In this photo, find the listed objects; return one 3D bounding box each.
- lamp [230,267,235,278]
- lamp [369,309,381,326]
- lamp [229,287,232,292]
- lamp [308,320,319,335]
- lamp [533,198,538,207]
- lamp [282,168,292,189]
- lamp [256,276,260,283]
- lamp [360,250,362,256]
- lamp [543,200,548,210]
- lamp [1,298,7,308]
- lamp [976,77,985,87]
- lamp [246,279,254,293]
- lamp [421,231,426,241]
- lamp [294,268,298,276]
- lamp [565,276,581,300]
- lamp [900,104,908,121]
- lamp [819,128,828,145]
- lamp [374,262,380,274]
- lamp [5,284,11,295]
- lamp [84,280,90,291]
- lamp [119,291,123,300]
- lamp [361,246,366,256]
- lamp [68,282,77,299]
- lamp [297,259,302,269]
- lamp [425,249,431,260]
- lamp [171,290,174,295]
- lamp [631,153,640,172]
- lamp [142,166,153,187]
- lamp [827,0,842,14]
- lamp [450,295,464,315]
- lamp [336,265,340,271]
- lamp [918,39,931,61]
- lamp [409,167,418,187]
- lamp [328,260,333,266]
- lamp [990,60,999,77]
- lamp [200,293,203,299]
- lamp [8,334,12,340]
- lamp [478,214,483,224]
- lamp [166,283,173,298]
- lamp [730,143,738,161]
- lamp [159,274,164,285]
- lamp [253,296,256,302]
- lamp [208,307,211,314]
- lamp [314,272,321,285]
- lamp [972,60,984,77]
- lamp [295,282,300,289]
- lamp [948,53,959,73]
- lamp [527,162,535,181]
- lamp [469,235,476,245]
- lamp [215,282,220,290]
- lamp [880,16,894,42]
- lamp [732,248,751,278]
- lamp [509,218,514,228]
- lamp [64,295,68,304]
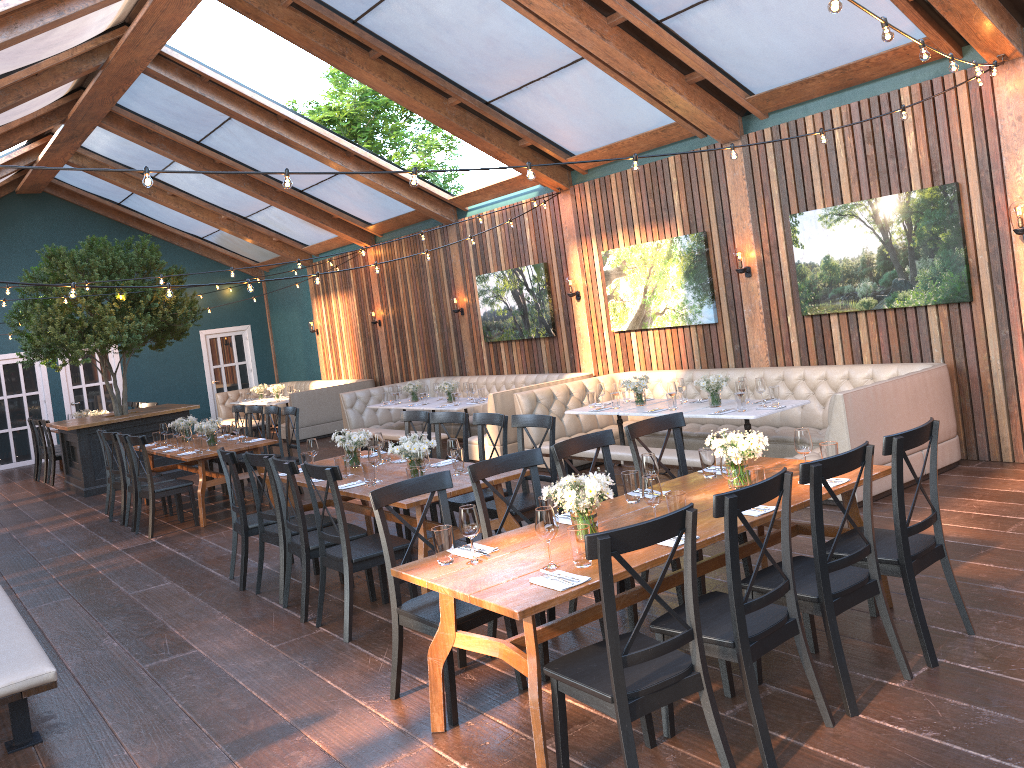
[{"bbox_3d":[-3.204,-1.278,10.135,0.056,0.121,0.056,-8,2,-21],"label":"lamp"},{"bbox_3d":[-2.452,-1.178,15.802,0.179,0.320,0.146,-9,2,-36],"label":"lamp"},{"bbox_3d":[-6.255,-2.107,19.681,0.056,0.121,0.056,-6,2,36],"label":"lamp"},{"bbox_3d":[-4.057,-1.155,18.027,0.179,0.320,0.146,-9,2,-36],"label":"lamp"},{"bbox_3d":[0.293,-2.309,11.262,0.056,0.121,0.056,-8,2,-14],"label":"lamp"},{"bbox_3d":[-1.318,-1.201,5.174,0.056,0.121,0.056,-8,2,-21],"label":"lamp"},{"bbox_3d":[-3.989,-1.644,13.923,0.057,0.117,0.068,-9,2,-39],"label":"lamp"},{"bbox_3d":[-2.659,-2.334,15.696,0.056,0.120,0.056,-8,2,-7],"label":"lamp"},{"bbox_3d":[0.411,-2.243,11.075,0.056,0.119,0.063,-6,2,37],"label":"lamp"},{"bbox_3d":[-6.271,-1.003,10.912,0.056,0.120,0.057,-6,2,42],"label":"lamp"},{"bbox_3d":[3.612,-2.351,6.838,0.065,0.118,0.056,-7,2,14],"label":"lamp"},{"bbox_3d":[-2.238,-0.841,7.563,0.057,0.120,0.056,-9,2,-30],"label":"lamp"},{"bbox_3d":[-1.095,-1.818,10.850,0.064,0.118,0.056,-9,2,-42],"label":"lamp"},{"bbox_3d":[-3.550,-1.841,14.529,0.056,0.121,0.056,-6,2,36],"label":"lamp"},{"bbox_3d":[0.769,-1.226,11.338,0.179,0.320,0.146,-9,2,-36],"label":"lamp"},{"bbox_3d":[2.940,-2.035,6.634,0.056,0.118,0.066,-8,2,-7],"label":"lamp"},{"bbox_3d":[2.250,-1.792,6.399,0.056,0.121,0.056,-8,2,-20],"label":"lamp"},{"bbox_3d":[-1.338,-1.154,8.769,0.056,0.121,0.056,-6,2,42],"label":"lamp"},{"bbox_3d":[-5.347,-0.999,9.378,0.056,0.121,0.056,-8,2,-27],"label":"lamp"},{"bbox_3d":[-4.631,-1.072,9.641,0.056,0.121,0.056,-7,2,5],"label":"lamp"},{"bbox_3d":[-5.364,-1.210,12.134,0.056,0.121,0.056,-8,2,-11],"label":"lamp"},{"bbox_3d":[-1.784,-1.592,10.616,0.056,0.121,0.056,-8,2,-15],"label":"lamp"},{"bbox_3d":[-3.150,-0.669,6.334,0.056,0.120,0.056,-7,2,14],"label":"lamp"},{"bbox_3d":[-2.503,-1.411,10.394,0.056,0.117,0.068,-7,2,18],"label":"lamp"},{"bbox_3d":[-0.889,-1.367,9.360,0.056,0.120,0.056,-8,2,-8],"label":"lamp"},{"bbox_3d":[-4.899,-1.334,12.729,0.056,0.119,0.060,-6,2,40],"label":"lamp"},{"bbox_3d":[0.825,-1.483,5.928,0.059,0.119,0.057,-6,2,34],"label":"lamp"},{"bbox_3d":[-2.027,-1.153,4.912,0.056,0.120,0.057,-7,2,30],"label":"lamp"},{"bbox_3d":[1.284,-1.538,3.529,0.056,0.120,0.056,-9,2,-30],"label":"lamp"},{"bbox_3d":[-0.848,-1.202,13.580,0.179,0.320,0.146,-9,2,-36],"label":"lamp"},{"bbox_3d":[-3.094,-2.053,15.693,0.074,0.115,0.056,-9,2,-30],"label":"lamp"},{"bbox_3d":[2.206,-1.788,4.737,0.056,0.120,0.057,-7,2,14],"label":"lamp"},{"bbox_3d":[-0.606,-1.269,5.425,0.057,0.119,0.056,-9,2,-42],"label":"lamp"},{"bbox_3d":[-3.093,-2.070,15.104,0.064,0.118,0.056,-9,2,-27],"label":"lamp"},{"bbox_3d":[3.554,-2.323,6.525,0.056,0.120,0.056,-7,2,15],"label":"lamp"},{"bbox_3d":[-6.708,-1.899,19.095,0.056,0.120,0.056,-8,2,-14],"label":"lamp"},{"bbox_3d":[-8.015,-0.761,14.124,0.056,0.119,0.060,-8,2,1],"label":"lamp"},{"bbox_3d":[-0.393,-2.063,11.054,0.056,0.120,0.056,-7,2,7],"label":"lamp"},{"bbox_3d":[-2.696,-0.735,6.953,0.056,0.121,0.056,-9,2,-37],"label":"lamp"},{"bbox_3d":[1.542,-1.617,6.161,0.056,0.121,0.056,-8,2,-2],"label":"lamp"},{"bbox_3d":[-3.919,-1.166,9.884,0.056,0.121,0.056,-7,2,29],"label":"lamp"},{"bbox_3d":[-4.449,-1.468,15.289,0.056,0.121,0.056,-7,2,32],"label":"lamp"},{"bbox_3d":[-5.162,-1.259,15.084,0.056,0.121,0.056,-7,2,31],"label":"lamp"},{"bbox_3d":[-1.801,-0.978,8.176,0.056,0.120,0.056,-8,2,-17],"label":"lamp"},{"bbox_3d":[3.118,-2.114,5.920,0.061,0.119,0.056,-8,2,-20],"label":"lamp"},{"bbox_3d":[-3.754,-1.728,15.494,0.065,0.118,0.057,-6,2,30],"label":"lamp"},{"bbox_3d":[2.660,-1.938,5.338,0.059,0.119,0.056,-7,2,8],"label":"lamp"},{"bbox_3d":[0.118,-1.366,5.676,0.056,0.121,0.056,-7,2,23],"label":"lamp"},{"bbox_3d":[-0.446,-1.620,9.943,0.071,0.116,0.056,-8,2,-14],"label":"lamp"},{"bbox_3d":[-4.439,-1.478,13.329,0.060,0.119,0.056,-8,2,-12],"label":"lamp"},{"bbox_3d":[1.752,-1.657,4.133,0.056,0.120,0.056,-7,2,10],"label":"lamp"},{"bbox_3d":[2.365,-1.250,9.126,0.179,0.320,0.146,-9,2,-36],"label":"lamp"},{"bbox_3d":[-0.009,-1.912,10.514,0.060,0.119,0.056,-8,2,-13],"label":"lamp"},{"bbox_3d":[-5.812,-1.099,11.519,0.056,0.121,0.056,-6,2,35],"label":"lamp"}]
